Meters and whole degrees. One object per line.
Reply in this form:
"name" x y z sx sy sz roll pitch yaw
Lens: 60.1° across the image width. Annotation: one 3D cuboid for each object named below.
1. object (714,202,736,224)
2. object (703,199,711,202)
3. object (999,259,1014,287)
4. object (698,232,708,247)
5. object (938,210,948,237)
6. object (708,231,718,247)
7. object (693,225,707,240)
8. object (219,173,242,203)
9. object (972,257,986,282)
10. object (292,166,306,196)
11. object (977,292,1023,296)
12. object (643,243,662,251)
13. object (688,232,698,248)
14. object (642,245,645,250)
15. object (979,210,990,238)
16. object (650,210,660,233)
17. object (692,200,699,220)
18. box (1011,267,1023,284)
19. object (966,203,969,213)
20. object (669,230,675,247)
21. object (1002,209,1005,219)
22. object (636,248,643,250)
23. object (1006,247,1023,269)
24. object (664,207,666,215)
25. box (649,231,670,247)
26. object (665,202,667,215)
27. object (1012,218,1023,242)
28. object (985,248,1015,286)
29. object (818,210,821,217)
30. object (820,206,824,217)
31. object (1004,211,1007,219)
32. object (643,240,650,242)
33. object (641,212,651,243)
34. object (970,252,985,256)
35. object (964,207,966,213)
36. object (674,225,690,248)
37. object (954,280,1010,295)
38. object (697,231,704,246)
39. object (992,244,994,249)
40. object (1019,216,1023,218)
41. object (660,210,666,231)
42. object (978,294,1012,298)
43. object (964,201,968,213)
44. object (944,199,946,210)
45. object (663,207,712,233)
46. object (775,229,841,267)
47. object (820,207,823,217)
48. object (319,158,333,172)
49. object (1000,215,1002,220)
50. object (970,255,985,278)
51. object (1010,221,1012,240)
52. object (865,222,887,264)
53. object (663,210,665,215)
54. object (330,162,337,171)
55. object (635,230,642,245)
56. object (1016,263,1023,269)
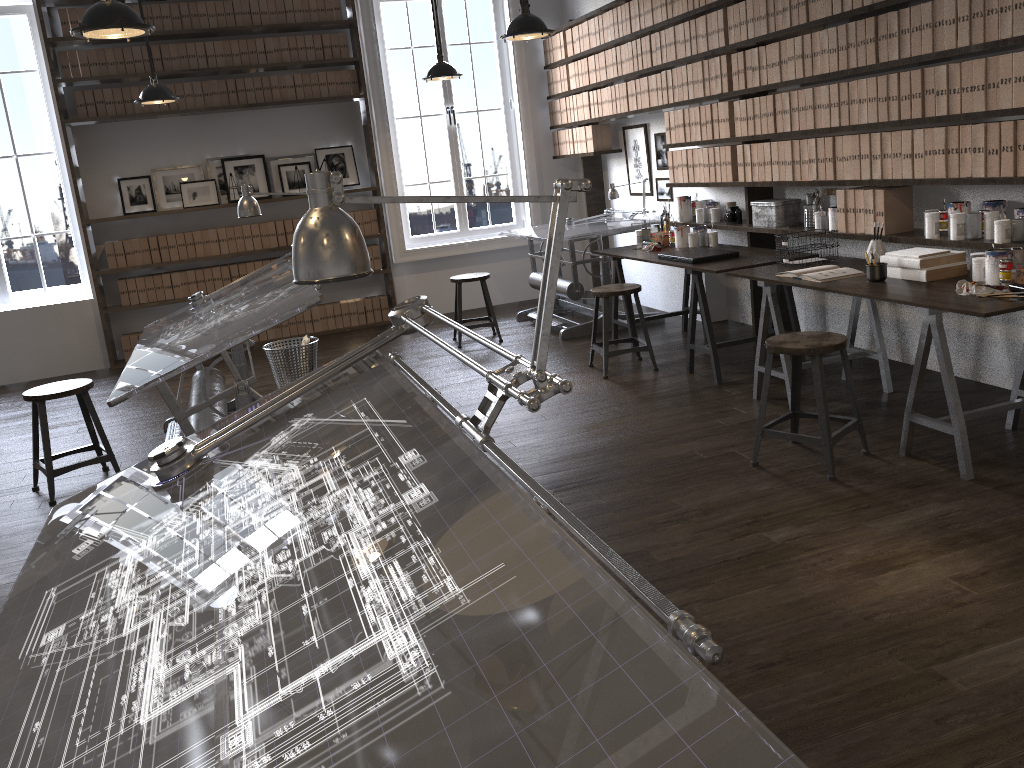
"object" 1.425 -1.123 5.889 0.107 0.160 0.238 3 16 37
"object" 1.399 -1.260 6.353 0.070 0.129 0.071 0 14 29
"object" 1.935 -0.431 3.466 0.049 0.111 0.050 -9 12 -13
"object" 1.252 -0.946 5.803 0.062 0.092 0.064 1 15 31
"object" 2.003 -0.743 4.111 0.044 0.126 0.045 -10 12 -16
"object" 1.312 -0.946 5.774 0.062 0.093 0.062 1 15 31
"object" 1.261 -0.991 5.925 0.094 0.127 0.095 -9 13 -13
"object" -2.416 -1.676 7.591 0.175 0.257 0.040 -10 12 -17
"object" 1.930 -0.472 3.647 0.062 0.093 0.062 1 15 32
"object" -1.875 -1.781 7.770 0.124 0.257 0.040 -10 12 -17
"object" 1.830 -0.336 3.309 0.172 0.017 0.011 6 17 40
"object" 0.945 -0.928 5.971 0.132 0.050 0.199 -3 14 12
"object" 1.194 -0.950 5.842 0.062 0.093 0.062 -1 13 23
"object" 0.903 -0.937 6.073 0.011 0.017 0.173 -3 15 14
"object" 2.094 -0.707 3.928 0.045 0.126 0.045 -6 12 1
"object" 1.014 -1.114 6.280 0.068 0.235 0.069 -11 12 -20
"object" 1.304 -1.232 6.284 0.051 0.138 0.050 -11 13 -19
"box" 2.005 -0.453 3.308 0.138 0.205 0.213 -10 13 -16
"object" 2.056 -0.741 3.974 0.036 0.147 0.005 -5 12 6
"object" 1.088 -0.981 5.991 0.049 0.111 0.050 -11 13 -20
"object" 2.101 -0.678 3.772 0.030 0.134 0.004 -11 12 -21
"object" 0.900 -0.932 6.067 0.157 0.006 0.006 -17 17 -36
"object" 2.036 -0.489 3.614 0.094 0.127 0.095 -11 13 -20
"object" 1.070 -1.139 6.110 0.008 0.184 0.072 -10 12 -16
"box" 1.061 -1.010 6.156 0.138 0.082 0.213 -11 14 -17
"object" 1.063 -1.146 6.090 0.007 0.212 0.055 -3 12 18
"object" 2.126 -0.643 3.704 0.062 0.094 0.064 -3 13 15
"object" 1.950 -0.465 3.537 0.104 0.140 0.106 -8 13 -9
"object" 1.702 -0.906 4.878 0.004 0.102 0.035 -11 13 -21
"object" 1.719 -0.922 4.885 0.008 0.124 0.041 -13 13 -27
"object" 2.110 -0.679 3.770 0.036 0.118 0.005 -11 12 -20
"object" 0.948 -0.989 6.223 0.049 0.037 0.049 -11 14 -20
"object" 0.947 -1.097 6.260 0.068 0.227 0.069 -11 12 -20
"object" 1.985 -0.509 3.769 0.062 0.093 0.062 -1 13 23
"object" 2.058 -0.736 3.996 0.035 0.129 0.004 -5 12 8
"object" 1.145 -0.988 5.938 0.104 0.140 0.105 -12 14 -24
"object" 1.803 -0.371 3.412 0.197 0.050 0.133 7 19 42
"object" 1.252 -0.961 5.860 0.044 0.100 0.045 -10 13 -17
"object" 2.027 -0.521 3.718 0.004 0.132 0.030 -9 12 -12
"object" 2.166 -0.658 3.744 0.045 0.101 0.044 -12 13 -25
"object" 1.094 -1.125 6.305 0.068 0.227 0.069 -11 12 -20
"object" 1.824 -0.333 3.313 0.156 0.006 0.006 -6 13 3
"object" 2.048 -0.740 3.980 0.029 0.167 0.004 -5 12 5
"object" 2.040 -0.784 4.157 0.009 0.167 0.041 -9 12 -13
"object" 1.211 -1.127 6.096 0.344 0.144 0.078 -5 12 5
"object" 1.549 -0.714 4.644 0.285 0.159 0.205 -11 14 -17
"object" 1.714 -0.915 4.889 0.004 0.126 0.028 -10 12 -18
"object" -1.642 -1.850 7.847 0.118 0.301 0.040 -10 12 -17
"object" 2.103 -0.675 3.790 0.035 0.103 0.004 -10 12 -19
"object" 1.954 -0.491 3.712 0.063 0.092 0.063 -1 13 23
"object" 2.123 -0.654 3.790 0.054 0.080 0.054 -13 14 -26
"object" 1.780 -0.683 4.328 0.101 0.207 0.102 0 14 27
"object" 1.063 -1.123 6.105 0.037 0.152 0.005 -11 12 -21
"object" -1.583 -1.847 7.897 0.111 0.259 0.040 -10 12 -17
"object" 0.920 -1.049 6.334 0.068 0.103 0.069 -9 13 -12
"object" 2.005 -0.426 3.463 0.059 0.088 0.060 -9 13 -12
